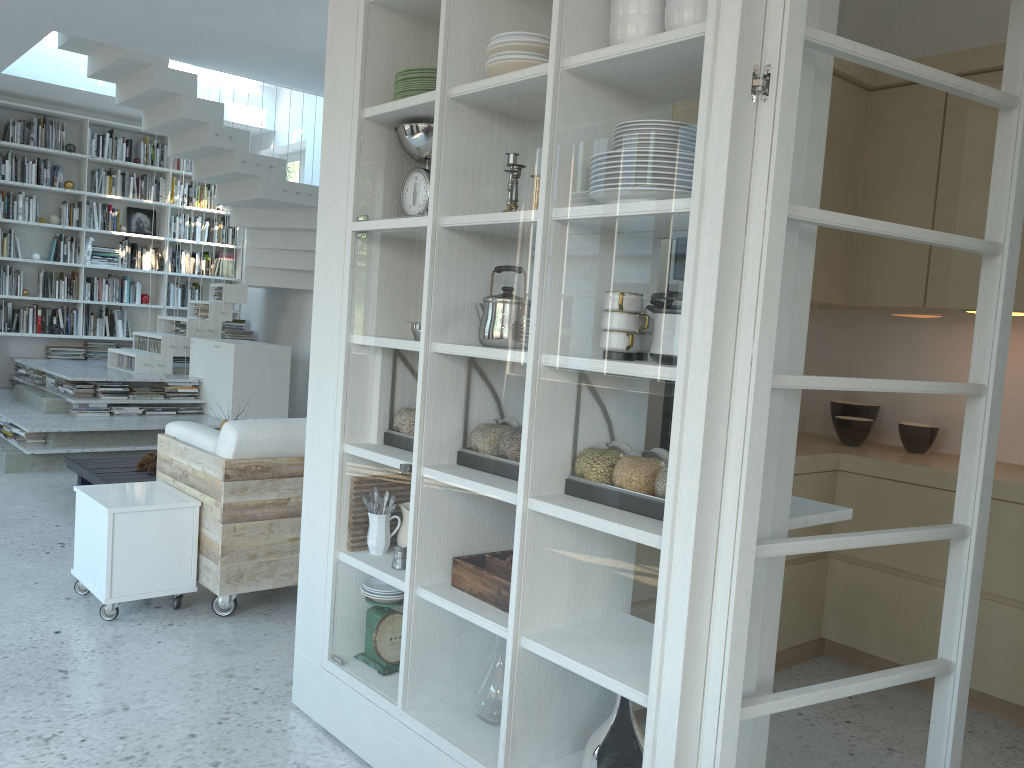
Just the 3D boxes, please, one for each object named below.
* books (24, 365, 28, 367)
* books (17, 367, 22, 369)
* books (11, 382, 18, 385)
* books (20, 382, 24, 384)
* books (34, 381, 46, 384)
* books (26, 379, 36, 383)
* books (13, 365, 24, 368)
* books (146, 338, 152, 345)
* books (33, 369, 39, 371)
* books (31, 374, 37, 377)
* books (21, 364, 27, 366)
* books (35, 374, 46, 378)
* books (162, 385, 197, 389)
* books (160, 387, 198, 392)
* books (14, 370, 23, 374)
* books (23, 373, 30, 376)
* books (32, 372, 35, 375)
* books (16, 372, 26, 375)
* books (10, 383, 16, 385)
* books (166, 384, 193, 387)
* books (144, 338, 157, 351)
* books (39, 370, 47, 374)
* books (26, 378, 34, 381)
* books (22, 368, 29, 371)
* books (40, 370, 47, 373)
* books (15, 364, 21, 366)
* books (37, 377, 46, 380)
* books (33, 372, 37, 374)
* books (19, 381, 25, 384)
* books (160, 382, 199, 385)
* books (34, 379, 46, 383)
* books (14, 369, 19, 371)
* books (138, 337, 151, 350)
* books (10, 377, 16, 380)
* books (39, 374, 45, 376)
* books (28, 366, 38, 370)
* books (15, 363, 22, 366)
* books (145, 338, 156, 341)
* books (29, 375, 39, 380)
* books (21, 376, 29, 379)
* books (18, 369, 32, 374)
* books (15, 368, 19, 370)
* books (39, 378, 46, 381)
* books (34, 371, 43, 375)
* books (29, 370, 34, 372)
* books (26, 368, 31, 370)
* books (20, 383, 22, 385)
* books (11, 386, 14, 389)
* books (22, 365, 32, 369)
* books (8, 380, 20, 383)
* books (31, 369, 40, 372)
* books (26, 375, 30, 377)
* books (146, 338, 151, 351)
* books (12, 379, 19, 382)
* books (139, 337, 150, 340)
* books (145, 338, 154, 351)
[{"bbox_3d":[-4.718,-0.179,8.765,0.159,0.007,0.285,1,5,-42],"label":"books"},{"bbox_3d":[-4.904,-0.155,8.994,0.145,0.008,0.297,1,5,-42],"label":"books"},{"bbox_3d":[-4.971,-0.009,9.003,0.159,0.012,0.278,1,5,-42],"label":"books"},{"bbox_3d":[-4.766,-0.009,8.766,0.144,0.009,0.249,1,5,-37],"label":"books"},{"bbox_3d":[-4.357,-0.013,8.315,0.182,0.011,0.253,1,5,-37],"label":"books"},{"bbox_3d":[-4.539,-0.032,8.537,0.183,0.012,0.296,1,5,-42],"label":"books"},{"bbox_3d":[-4.919,-0.178,8.978,0.252,0.015,0.171,8,5,44],"label":"books"},{"bbox_3d":[-3.487,-0.379,8.612,0.125,0.125,0.007,0,6,-41],"label":"books"},{"bbox_3d":[-4.521,-0.140,8.537,0.149,0.013,0.219,1,5,-38],"label":"books"},{"bbox_3d":[-4.524,-0.081,8.543,0.154,0.018,0.220,1,5,-42],"label":"books"},{"bbox_3d":[-4.726,-0.193,8.757,0.193,0.020,0.171,8,5,44],"label":"books"},{"bbox_3d":[-4.347,-0.075,8.315,0.179,0.017,0.292,1,5,-40],"label":"books"},{"bbox_3d":[-2.997,0.029,7.986,0.261,0.012,0.179,1,5,-37],"label":"books"},{"bbox_3d":[-3.004,0.049,7.993,0.284,0.030,0.176,1,5,-40],"label":"books"},{"bbox_3d":[-4.921,-0.123,8.984,0.175,0.017,0.265,1,5,-38],"label":"books"},{"bbox_3d":[-4.725,-0.097,8.771,0.152,0.009,0.259,0,5,-44],"label":"books"},{"bbox_3d":[-4.520,-0.097,8.544,0.150,0.013,0.215,1,5,-41],"label":"books"},{"bbox_3d":[-4.916,-0.106,8.991,0.163,0.017,0.232,1,5,-39],"label":"books"},{"bbox_3d":[-4.974,0.003,9.002,0.170,0.012,0.215,1,5,-41],"label":"books"},{"bbox_3d":[-3.000,0.010,7.990,0.192,0.024,0.167,1,5,-36],"label":"books"},{"bbox_3d":[-3.518,-0.383,8.649,0.125,0.125,0.007,0,6,-41],"label":"books"},{"bbox_3d":[-4.327,-0.111,8.327,0.128,0.013,0.295,1,5,-43],"label":"books"},{"bbox_3d":[-4.542,-0.044,8.533,0.190,0.012,0.235,1,5,-43],"label":"books"},{"bbox_3d":[-4.726,-0.142,8.763,0.171,0.007,0.206,1,5,-39],"label":"books"},{"bbox_3d":[-4.334,-0.131,8.318,0.139,0.028,0.261,1,5,-36],"label":"books"},{"bbox_3d":[-4.910,-0.189,8.984,0.167,0.008,0.234,1,5,-42],"label":"books"},{"bbox_3d":[-4.341,-0.058,8.322,0.159,0.018,0.202,1,5,-43],"label":"books"},{"bbox_3d":[-4.521,-0.110,8.541,0.144,0.013,0.220,1,5,-38],"label":"books"},{"bbox_3d":[-4.764,-0.020,8.767,0.149,0.014,0.228,1,5,-43],"label":"books"},{"bbox_3d":[-2.992,-0.007,7.980,0.180,0.013,0.285,8,5,44],"label":"books"},{"bbox_3d":[-4.351,-0.025,8.318,0.178,0.014,0.247,1,5,-43],"label":"books"},{"bbox_3d":[-4.917,-0.137,8.986,0.179,0.012,0.261,1,5,-41],"label":"books"},{"bbox_3d":[-3.632,-0.400,8.781,0.125,0.125,0.010,0,6,-41],"label":"books"},{"bbox_3d":[-4.975,-0.055,8.994,0.174,0.009,0.239,1,5,-39],"label":"books"},{"bbox_3d":[-4.343,-0.090,8.316,0.161,0.012,0.254,1,5,-37],"label":"books"},{"bbox_3d":[-4.529,-0.154,8.528,0.242,0.015,0.165,8,5,44],"label":"books"},{"bbox_3d":[-4.910,-0.199,8.983,0.159,0.011,0.246,0,5,-44],"label":"books"},{"bbox_3d":[-3.512,-0.382,8.641,0.125,0.125,0.010,0,6,-41],"label":"books"},{"bbox_3d":[-4.534,-0.061,8.537,0.164,0.023,0.241,1,5,-37],"label":"books"},{"bbox_3d":[-4.731,-0.063,8.770,0.173,0.017,0.233,1,5,-42],"label":"books"},{"bbox_3d":[-4.736,-0.124,8.758,0.189,0.030,0.237,0,5,-44],"label":"books"},{"bbox_3d":[-4.911,-0.147,8.989,0.156,0.009,0.287,1,5,-43],"label":"books"},{"bbox_3d":[-4.333,-0.040,8.332,0.138,0.017,0.237,1,5,-42],"label":"books"},{"bbox_3d":[-4.348,-0.100,8.311,0.187,0.009,0.260,1,5,-42],"label":"books"},{"bbox_3d":[-4.526,-0.120,8.535,0.167,0.008,0.234,1,5,-42],"label":"books"},{"bbox_3d":[-4.721,-0.152,8.767,0.143,0.012,0.263,1,5,-36],"label":"books"},{"bbox_3d":[-4.763,0.004,8.771,0.137,0.018,0.200,0,5,-45],"label":"books"},{"bbox_3d":[-4.975,0.037,9.006,0.163,0.019,0.187,1,5,-42],"label":"books"},{"bbox_3d":[-4.720,-0.167,8.765,0.163,0.018,0.289,1,5,-42],"label":"books"},{"bbox_3d":[-4.979,-0.024,8.994,0.184,0.006,0.262,1,5,-40],"label":"books"},{"bbox_3d":[-4.521,-0.129,8.538,0.160,0.010,0.179,1,5,-41],"label":"books"},{"bbox_3d":[-4.716,-0.082,8.781,0.131,0.021,0.240,1,5,-39],"label":"books"},{"bbox_3d":[-3.482,-0.378,8.606,0.125,0.125,0.007,0,6,-41],"label":"books"},{"bbox_3d":[-4.973,-0.031,8.998,0.159,0.009,0.210,1,5,-37],"label":"books"},{"bbox_3d":[-3.625,-0.399,8.773,0.125,0.125,0.010,0,6,-41],"label":"books"},{"bbox_3d":[-3.505,-0.381,8.633,0.125,0.125,0.014,0,6,-41],"label":"books"}]
